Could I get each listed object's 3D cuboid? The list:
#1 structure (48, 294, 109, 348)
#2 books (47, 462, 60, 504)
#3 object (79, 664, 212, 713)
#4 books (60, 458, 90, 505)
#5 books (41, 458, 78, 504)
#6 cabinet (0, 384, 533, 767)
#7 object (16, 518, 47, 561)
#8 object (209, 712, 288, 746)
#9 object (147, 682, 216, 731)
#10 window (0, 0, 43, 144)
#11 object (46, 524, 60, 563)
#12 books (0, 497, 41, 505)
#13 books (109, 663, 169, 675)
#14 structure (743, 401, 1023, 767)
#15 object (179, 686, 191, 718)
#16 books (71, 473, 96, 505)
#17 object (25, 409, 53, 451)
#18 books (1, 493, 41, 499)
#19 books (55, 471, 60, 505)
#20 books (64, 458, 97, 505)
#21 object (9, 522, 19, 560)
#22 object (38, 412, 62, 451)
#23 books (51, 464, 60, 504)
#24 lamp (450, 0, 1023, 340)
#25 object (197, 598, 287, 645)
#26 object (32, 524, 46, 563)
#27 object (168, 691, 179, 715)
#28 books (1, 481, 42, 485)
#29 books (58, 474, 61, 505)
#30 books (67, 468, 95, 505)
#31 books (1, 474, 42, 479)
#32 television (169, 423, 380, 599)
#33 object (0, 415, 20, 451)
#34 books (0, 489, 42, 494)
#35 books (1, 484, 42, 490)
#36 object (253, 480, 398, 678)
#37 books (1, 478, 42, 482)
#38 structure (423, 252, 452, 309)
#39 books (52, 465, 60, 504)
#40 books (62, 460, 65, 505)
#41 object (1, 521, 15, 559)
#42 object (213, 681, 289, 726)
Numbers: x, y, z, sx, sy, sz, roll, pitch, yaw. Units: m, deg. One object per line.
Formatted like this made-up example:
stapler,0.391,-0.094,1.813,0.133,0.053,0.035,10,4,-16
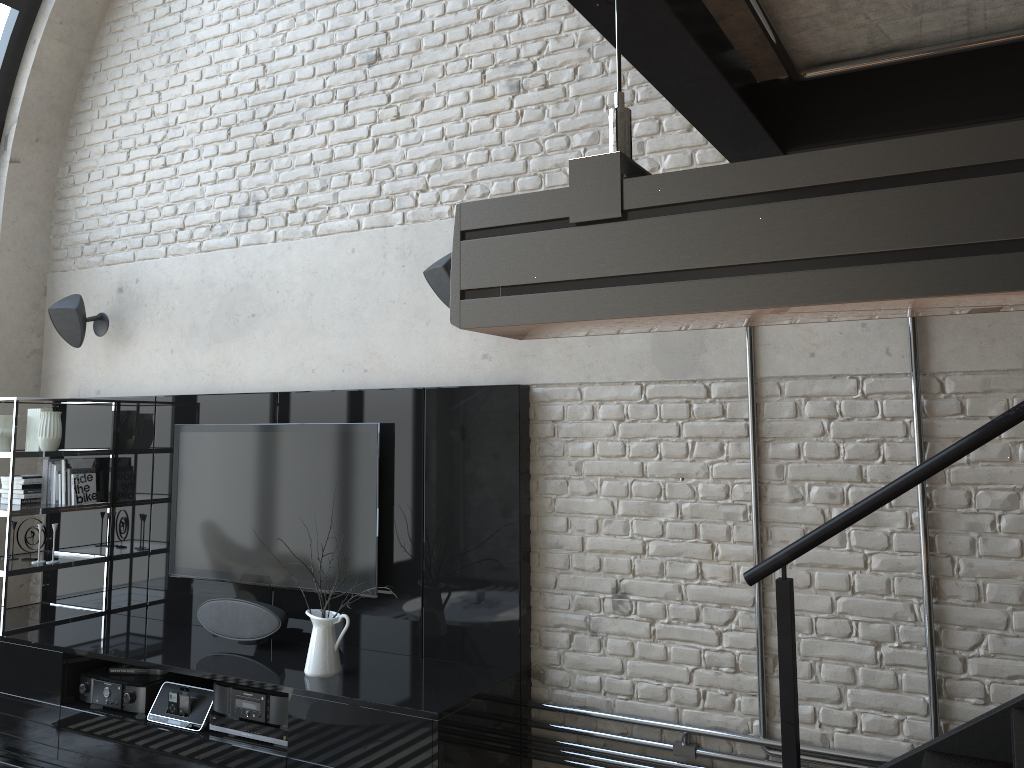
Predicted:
structure,-2.468,-0.360,5.070,0.178,0.308,0.356,-1,-5,10
books,-2.484,0.544,4.906,0.041,0.230,0.170,-4,-6,28
object,-1.716,1.400,4.114,0.445,0.131,0.417,-2,-4,28
books,-2.398,0.534,4.864,0.034,0.245,0.177,-4,-6,28
books,-2.520,0.539,4.929,0.045,0.243,0.177,-4,-6,28
cabinet,-1.445,0.895,4.169,3.101,1.735,0.730,-2,-6,28
object,-2.575,0.831,4.744,0.179,0.221,0.045,-2,-7,16
object,-0.976,1.400,3.722,0.440,0.059,0.369,-2,-3,28
object,-1.401,1.373,3.793,0.328,0.142,0.129,-2,-5,28
window,-2.990,-1.063,2.830,2.862,5.530,4.262,-3,-6,28
object,-2.407,0.837,4.652,0.065,0.200,0.065,2,-7,-21
books,-2.661,0.644,4.928,0.198,0.034,0.267,-2,-4,30
books,-1.705,1.319,4.144,0.268,0.024,0.197,-1,-3,5
structure,1.366,-0.134,0.226,3.781,3.363,4.763,-3,-5,28
object,-1.386,1.348,3.750,0.059,0.125,0.008,-3,-7,28
books,-2.329,0.571,4.813,0.040,0.166,0.135,-4,-6,28
object,-2.571,0.249,4.812,0.117,0.229,0.073,-3,-7,28
books,-2.660,0.614,4.921,0.198,0.024,0.250,-2,-3,26
books,-2.439,0.566,4.852,0.039,0.181,0.125,-4,-6,28
books,-2.364,0.533,4.850,0.043,0.245,0.186,-4,-6,28
object,-2.689,0.844,4.771,0.065,0.200,0.065,1,-6,-12
object,-2.470,0.255,4.731,0.114,0.211,0.112,-3,-7,28
books,-2.462,0.550,4.899,0.017,0.218,0.181,-4,-6,28
lamp,0.447,-0.508,0.661,1.086,0.896,0.124,-3,-7,28
object,-1.223,1.099,4.133,0.527,0.219,0.203,-2,-5,29
object,-2.482,0.837,4.652,0.065,0.200,0.065,2,-7,-21
object,-1.446,1.364,3.783,0.057,0.098,0.011,-3,-7,28
books,-2.660,0.544,4.934,0.194,0.015,0.261,-2,-3,28
books,-2.422,0.573,4.838,0.037,0.166,0.111,-4,-6,28
books,-2.350,0.557,4.826,0.042,0.196,0.152,-4,-6,28
books,-2.668,0.516,4.939,0.209,0.012,0.259,-2,-3,30
television,-1.164,0.581,4.290,1.316,0.778,0.071,-2,-7,28
object,-2.752,0.265,4.761,0.172,0.194,0.170,-3,-6,28
books,-2.663,0.591,4.935,0.219,0.024,0.267,-2,-3,28
books,-2.665,0.565,4.928,0.197,0.029,0.247,-2,-3,30
object,-0.769,0.781,3.547,0.697,0.787,0.350,-3,-6,25
books,-2.663,0.529,4.932,0.194,0.015,0.256,-2,-3,27
structure,-0.211,-0.432,3.852,0.357,0.308,0.177,4,-7,-43
books,-2.449,0.553,4.892,0.028,0.211,0.177,-4,-6,28
books,-2.383,0.535,4.859,0.048,0.244,0.177,-4,-6,28
object,-2.742,0.847,4.824,0.065,0.200,0.065,1,-6,-12
object,-0.968,1.305,3.726,0.445,0.131,0.405,-2,-4,28
